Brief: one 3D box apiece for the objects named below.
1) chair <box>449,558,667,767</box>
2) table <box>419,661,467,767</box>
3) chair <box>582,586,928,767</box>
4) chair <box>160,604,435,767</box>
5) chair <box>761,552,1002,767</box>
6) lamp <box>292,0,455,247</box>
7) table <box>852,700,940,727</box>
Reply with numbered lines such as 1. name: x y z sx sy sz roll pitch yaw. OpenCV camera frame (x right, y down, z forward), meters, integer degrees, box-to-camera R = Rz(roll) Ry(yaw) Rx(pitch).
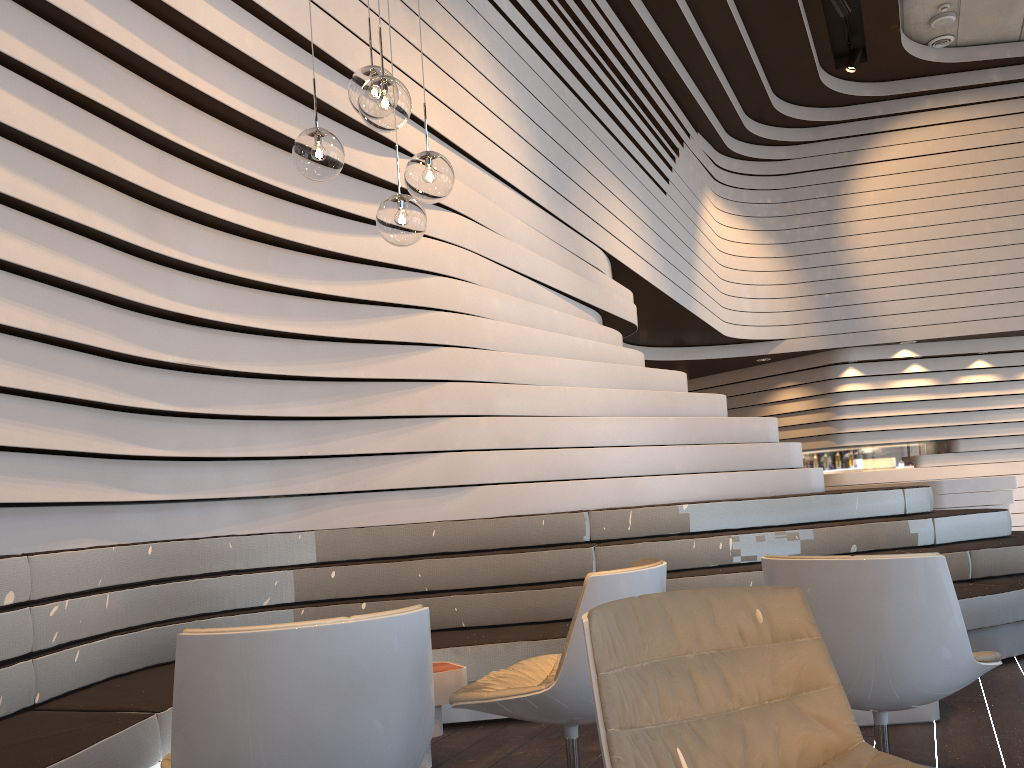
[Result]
1. chair: 0.173 0.979 2.902 0.716 0.763 0.655 -6 -5 24
2. table: -0.643 1.283 3.297 0.900 0.369 0.419 0 -6 -28
3. chair: 0.496 0.784 1.605 0.652 0.763 0.719 -2 -5 -25
4. chair: -0.502 0.920 2.135 0.653 0.763 0.719 -2 -5 -21
5. chair: 1.176 0.905 2.837 0.664 0.763 0.706 -7 -6 41
6. lamp: -0.573 -2.807 2.907 0.530 4.694 0.335 -3 -2 -13
7. table: 1.393 1.201 3.669 0.905 0.369 0.417 -3 -5 -2
